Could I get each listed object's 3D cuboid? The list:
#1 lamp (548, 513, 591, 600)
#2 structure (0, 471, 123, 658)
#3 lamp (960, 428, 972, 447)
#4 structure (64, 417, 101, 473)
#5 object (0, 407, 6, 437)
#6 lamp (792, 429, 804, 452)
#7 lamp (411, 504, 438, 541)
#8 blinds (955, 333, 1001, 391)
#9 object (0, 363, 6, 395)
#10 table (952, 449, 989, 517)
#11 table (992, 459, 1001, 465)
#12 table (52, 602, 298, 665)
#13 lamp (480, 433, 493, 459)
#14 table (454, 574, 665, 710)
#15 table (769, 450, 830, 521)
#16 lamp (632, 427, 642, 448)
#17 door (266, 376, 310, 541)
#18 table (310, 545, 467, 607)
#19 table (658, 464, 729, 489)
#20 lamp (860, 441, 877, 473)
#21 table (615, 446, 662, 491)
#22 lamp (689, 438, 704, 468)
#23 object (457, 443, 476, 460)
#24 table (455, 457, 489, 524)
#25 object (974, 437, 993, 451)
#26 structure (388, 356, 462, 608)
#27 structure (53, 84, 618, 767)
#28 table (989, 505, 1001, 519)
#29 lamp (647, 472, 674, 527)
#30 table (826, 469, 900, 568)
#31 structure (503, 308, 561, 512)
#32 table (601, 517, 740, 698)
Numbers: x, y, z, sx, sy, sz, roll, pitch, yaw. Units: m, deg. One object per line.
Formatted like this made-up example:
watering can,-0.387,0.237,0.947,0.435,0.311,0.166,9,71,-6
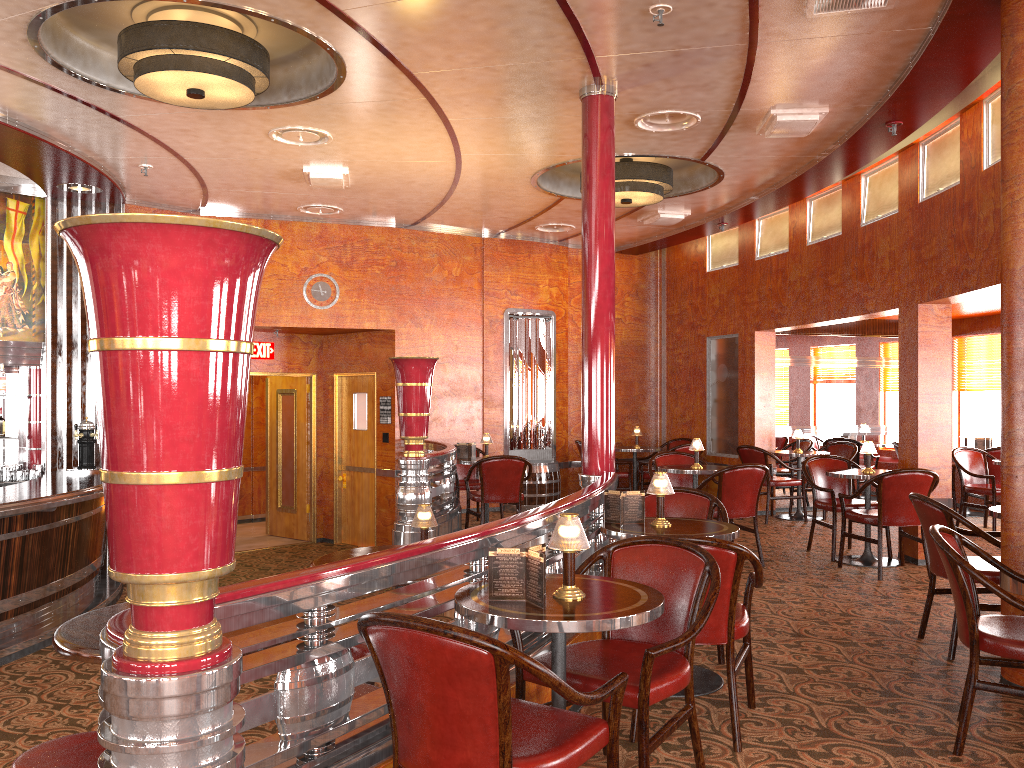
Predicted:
lamp,0.174,0.521,2.698,0.130,0.250,0.130,0,0,-35
structure,-5.305,1.271,4.783,3.207,1.047,7.810,-1,-1,44
lamp,5.096,0.621,9.952,0.130,0.250,0.130,0,0,37
structure,-3.856,0.567,8.041,0.360,0.540,0.280,0,0,-26
object,-4.612,0.344,7.997,0.080,0.272,0.080,0,0,42
lamp,3.131,0.618,9.701,0.130,0.250,0.130,0,0,1
lamp,-0.419,0.702,4.242,0.130,0.250,0.130,0,0,-35
blinds,5.481,-0.241,10.317,0.050,0.661,0.803,0,0,-16
object,-4.529,-0.041,7.875,0.067,0.282,0.067,0,0,-35
table,5.099,1.107,9.981,0.640,0.720,0.640,0,0,24
table,4.853,1.083,8.291,0.640,0.720,0.640,0,0,-35
table,-1.114,1.291,3.070,0.849,0.960,0.849,0,0,-44
lamp,-0.247,0.602,8.598,0.130,0.250,0.130,0,0,-17
table,0.144,1.006,2.721,0.640,0.720,0.640,0,0,-3
table,3.134,1.103,9.678,0.640,0.720,0.640,0,0,-17
lamp,1.479,0.629,10.486,0.130,0.250,0.130,0,0,1
door,-2.729,0.878,10.805,0.808,1.983,0.063,0,0,38
table,-0.520,1.306,4.185,0.849,0.960,0.849,0,0,24
table,1.571,1.074,7.598,0.640,0.720,0.640,0,0,-17
lamp,2.864,0.582,7.125,0.130,0.250,0.130,0,0,10
table,1.456,1.114,10.500,0.640,0.720,0.640,0,0,-17
lamp,1.576,0.588,7.573,0.130,0.250,0.130,0,0,1
object,-0.408,0.649,8.609,0.195,0.156,0.169,0,-1,39
table,-0.245,1.087,8.595,0.640,0.720,0.640,0,0,-17
object,5.151,0.665,9.703,0.169,0.156,0.195,0,-1,36
structure,-0.779,0.830,8.169,0.624,2.024,3.169,0,-1,-6
structure,-0.077,-0.025,3.529,0.549,3.605,4.354,0,0,18
table,2.866,1.033,4.656,0.640,0.720,0.640,0,0,-35
lamp,0.702,0.541,4.191,0.130,0.250,0.130,0,0,1
table,2.856,1.067,7.119,0.640,0.720,0.640,0,0,-17
structure,0.229,0.296,10.426,0.812,2.354,0.557,0,0,-25
table,0.736,1.026,4.157,0.640,0.720,0.640,0,0,15
